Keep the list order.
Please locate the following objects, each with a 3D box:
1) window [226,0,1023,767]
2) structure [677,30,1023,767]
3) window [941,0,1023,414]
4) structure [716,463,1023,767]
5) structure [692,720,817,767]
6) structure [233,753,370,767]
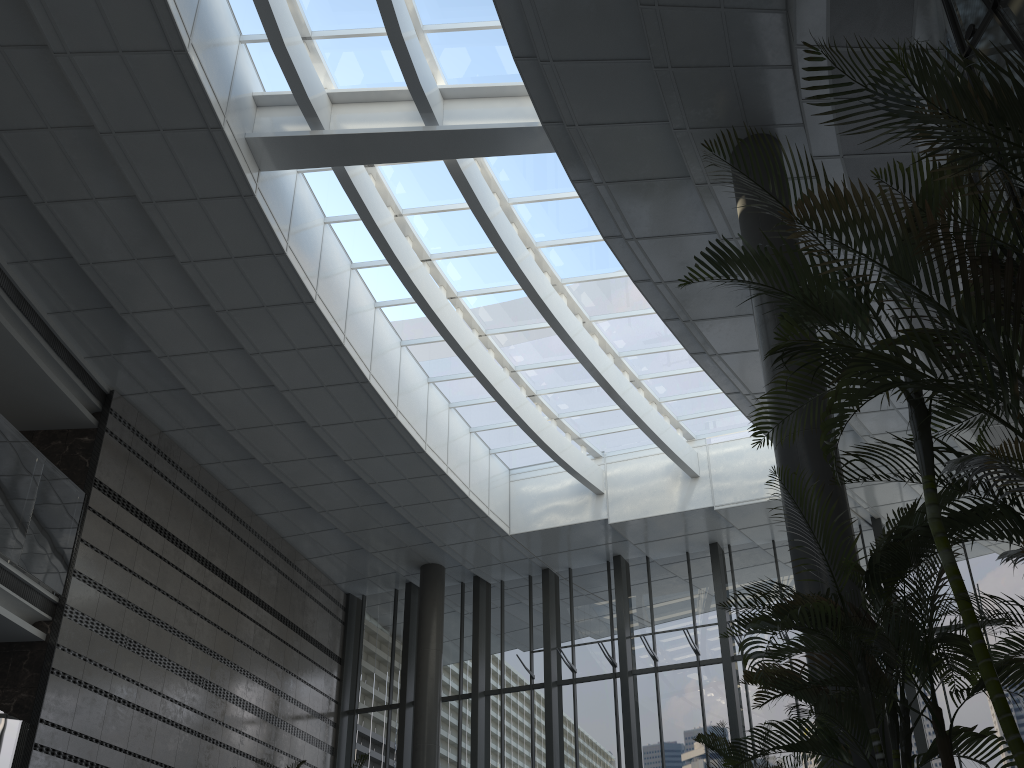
[{"bbox_3d":[-1.202,1.613,7.979,13.850,8.923,20.612,-19,-39,25],"label":"window"},{"bbox_3d":[1.862,0.592,2.671,2.438,4.120,2.848,0,-30,0],"label":"structure"},{"bbox_3d":[6.051,1.510,6.571,4.229,7.093,17.290,-10,-36,16],"label":"window"},{"bbox_3d":[1.938,2.162,4.135,1.646,3.298,2.305,-2,-30,3],"label":"structure"},{"bbox_3d":[2.002,4.240,6.791,1.409,3.060,1.375,-2,-28,3],"label":"structure"},{"bbox_3d":[-2.936,7.229,11.607,2.546,4.121,2.728,-13,-32,21],"label":"structure"}]
